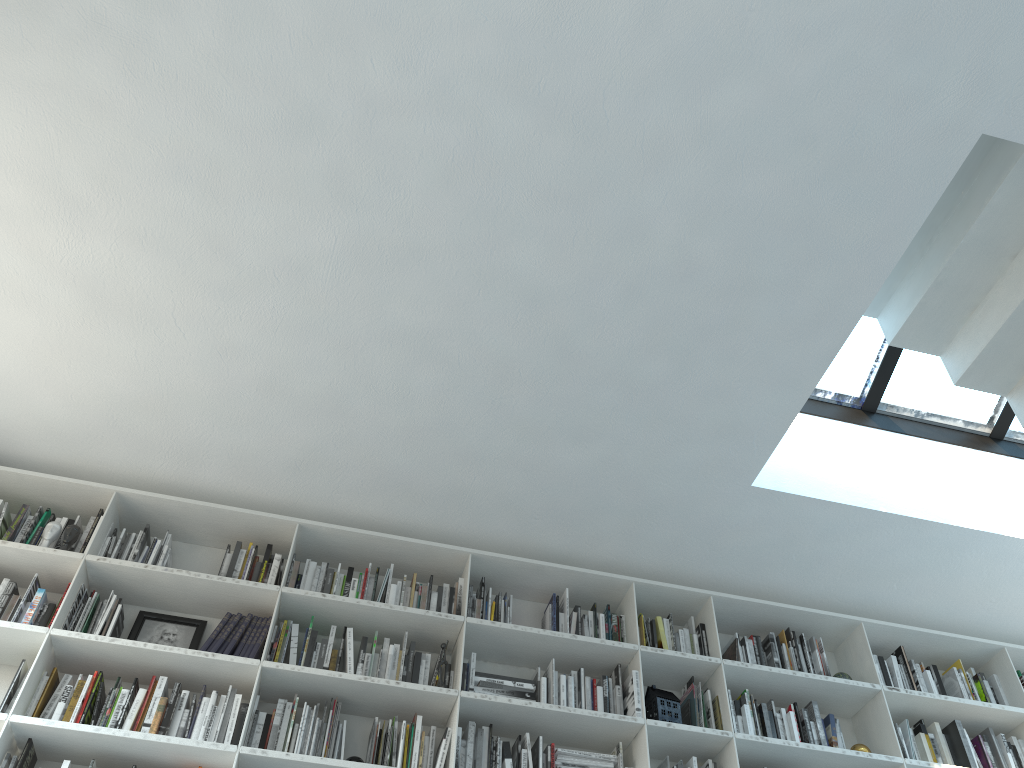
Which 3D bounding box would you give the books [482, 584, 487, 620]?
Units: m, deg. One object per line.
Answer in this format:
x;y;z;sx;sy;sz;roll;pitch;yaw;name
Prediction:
-0.151;1.143;4.336;0.010;0.294;0.154;11;-48;-8;books

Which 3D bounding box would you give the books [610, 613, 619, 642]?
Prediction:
0.490;1.289;4.408;0.028;0.242;0.162;11;-48;-8;books

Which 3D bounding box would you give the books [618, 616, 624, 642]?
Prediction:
0.523;1.298;4.412;0.014;0.237;0.154;11;-48;-8;books

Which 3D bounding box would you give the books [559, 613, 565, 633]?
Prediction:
0.224;1.255;4.364;0.031;0.207;0.147;11;-48;-8;books

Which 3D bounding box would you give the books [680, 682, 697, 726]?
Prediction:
0.831;1.578;4.185;0.021;0.270;0.191;11;-48;-8;books

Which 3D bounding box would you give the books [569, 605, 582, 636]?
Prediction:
0.311;1.253;4.400;0.028;0.268;0.141;11;-48;-8;books

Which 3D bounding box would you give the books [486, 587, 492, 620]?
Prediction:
-0.127;1.148;4.318;0.011;0.263;0.164;11;-48;-8;books

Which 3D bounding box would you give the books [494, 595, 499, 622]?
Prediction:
-0.092;1.175;4.331;0.014;0.246;0.140;11;-48;-8;books

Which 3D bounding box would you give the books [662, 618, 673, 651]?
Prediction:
0.763;1.341;4.465;0.030;0.273;0.152;11;-48;-8;books

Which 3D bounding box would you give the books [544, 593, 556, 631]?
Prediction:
0.188;1.204;4.376;0.014;0.290;0.177;11;-48;-8;books

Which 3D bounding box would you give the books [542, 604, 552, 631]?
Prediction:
0.170;1.230;4.368;0.012;0.244;0.152;11;-48;-8;books

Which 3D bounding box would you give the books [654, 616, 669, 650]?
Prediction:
0.727;1.324;4.438;0.054;0.253;0.192;11;-48;-8;books

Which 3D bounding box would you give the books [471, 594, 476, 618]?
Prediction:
-0.208;1.158;4.306;0.023;0.226;0.158;11;-48;-8;books

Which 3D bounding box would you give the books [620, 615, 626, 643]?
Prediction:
0.539;1.301;4.426;0.022;0.255;0.137;11;-48;-8;books

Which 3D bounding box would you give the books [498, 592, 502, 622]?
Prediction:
-0.077;1.168;4.334;0.013;0.263;0.147;11;-48;-8;books

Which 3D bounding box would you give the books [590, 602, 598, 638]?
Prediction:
0.391;1.247;4.392;0.010;0.268;0.181;11;-48;-8;books

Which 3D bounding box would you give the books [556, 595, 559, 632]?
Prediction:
0.208;1.213;4.385;0.011;0.294;0.158;11;-48;-8;books

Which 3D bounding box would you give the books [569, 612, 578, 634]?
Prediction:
0.277;1.252;4.361;0.050;0.209;0.174;11;-48;-8;books

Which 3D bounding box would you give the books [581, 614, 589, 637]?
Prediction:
0.344;1.267;4.367;0.033;0.201;0.167;11;-48;-8;books

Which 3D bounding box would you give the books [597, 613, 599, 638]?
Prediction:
0.398;1.274;4.380;0.012;0.215;0.180;11;-48;-8;books

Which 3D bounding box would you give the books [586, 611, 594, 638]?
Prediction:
0.371;1.265;4.386;0.023;0.235;0.155;11;-48;-8;books

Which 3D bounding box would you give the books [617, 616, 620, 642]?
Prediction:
0.508;1.300;4.418;0.014;0.242;0.146;11;-48;-8;books

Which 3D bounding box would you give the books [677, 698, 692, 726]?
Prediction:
0.815;1.619;4.184;0.019;0.212;0.157;11;-48;-8;books

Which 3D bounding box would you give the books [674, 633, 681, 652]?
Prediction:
0.801;1.365;4.422;0.022;0.179;0.174;11;-48;-8;books

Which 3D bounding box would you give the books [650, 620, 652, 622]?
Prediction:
0.690;1.338;4.459;0.007;0.262;0.133;11;-48;-8;books

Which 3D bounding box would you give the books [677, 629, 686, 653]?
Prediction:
0.824;1.363;4.434;0.024;0.200;0.181;11;-48;-8;books

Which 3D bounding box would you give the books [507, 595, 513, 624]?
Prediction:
-0.023;1.179;4.336;0.011;0.254;0.144;11;-48;-8;books

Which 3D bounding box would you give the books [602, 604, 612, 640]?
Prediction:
0.470;1.269;4.434;0.012;0.306;0.139;11;-48;-8;books

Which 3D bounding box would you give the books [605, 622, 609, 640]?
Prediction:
0.454;1.306;4.399;0.014;0.203;0.135;11;-48;-8;books

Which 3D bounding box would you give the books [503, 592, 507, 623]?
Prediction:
-0.052;1.171;4.330;0.005;0.253;0.169;11;-48;-8;books

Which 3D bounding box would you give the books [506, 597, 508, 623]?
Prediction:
-0.048;1.189;4.342;0.013;0.248;0.149;11;-48;-8;books

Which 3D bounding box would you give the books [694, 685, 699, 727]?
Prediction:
0.843;1.591;4.196;0.022;0.270;0.182;11;-48;-8;books

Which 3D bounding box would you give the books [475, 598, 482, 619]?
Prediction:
-0.182;1.165;4.289;0.026;0.193;0.167;11;-48;-8;books

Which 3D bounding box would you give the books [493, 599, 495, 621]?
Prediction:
-0.105;1.188;4.332;0.006;0.231;0.136;11;-48;-8;books

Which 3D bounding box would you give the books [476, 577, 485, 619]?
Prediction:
-0.164;1.130;4.354;0.014;0.339;0.146;11;-48;-8;books

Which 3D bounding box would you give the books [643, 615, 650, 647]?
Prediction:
0.654;1.312;4.435;0.034;0.259;0.158;11;-48;-8;books

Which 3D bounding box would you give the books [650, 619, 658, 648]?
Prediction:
0.687;1.321;4.423;0.015;0.232;0.172;11;-48;-8;books

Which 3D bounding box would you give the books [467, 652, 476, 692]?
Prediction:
-0.200;1.380;4.028;0.021;0.247;0.192;11;-48;-8;books

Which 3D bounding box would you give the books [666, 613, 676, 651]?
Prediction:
0.787;1.325;4.465;0.010;0.295;0.168;11;-48;-8;books

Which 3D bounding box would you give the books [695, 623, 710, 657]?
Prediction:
0.940;1.365;4.466;0.029;0.251;0.187;11;-48;-8;books

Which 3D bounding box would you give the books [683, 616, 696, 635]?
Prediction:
0.913;1.358;4.512;0.012;0.327;0.129;11;-48;-8;books

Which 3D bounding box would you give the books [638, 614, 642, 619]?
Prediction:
0.628;1.306;4.429;0.006;0.258;0.167;11;-48;-8;books

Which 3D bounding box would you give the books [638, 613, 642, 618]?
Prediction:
0.632;1.309;4.445;0.007;0.277;0.151;11;-48;-8;books

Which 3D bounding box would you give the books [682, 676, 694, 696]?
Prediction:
0.848;1.581;4.232;0.025;0.337;0.143;11;-48;-8;books

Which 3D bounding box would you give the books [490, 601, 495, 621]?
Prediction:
-0.115;1.183;4.303;0.023;0.194;0.173;11;-48;-8;books

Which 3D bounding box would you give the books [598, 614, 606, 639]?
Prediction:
0.419;1.270;4.366;0.023;0.201;0.194;11;-48;-8;books

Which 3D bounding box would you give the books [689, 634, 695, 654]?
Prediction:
0.874;1.385;4.454;0.025;0.202;0.163;11;-48;-8;books

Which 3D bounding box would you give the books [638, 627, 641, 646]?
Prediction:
0.608;1.332;4.409;0.015;0.191;0.161;11;-48;-8;books

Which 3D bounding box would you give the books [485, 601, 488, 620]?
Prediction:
-0.145;1.184;4.312;0.011;0.204;0.146;11;-48;-8;books

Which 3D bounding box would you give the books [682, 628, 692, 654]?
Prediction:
0.852;1.362;4.440;0.031;0.212;0.170;11;-48;-8;books

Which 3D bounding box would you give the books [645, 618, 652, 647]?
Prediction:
0.672;1.322;4.443;0.008;0.260;0.143;11;-48;-8;books

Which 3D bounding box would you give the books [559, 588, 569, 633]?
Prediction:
0.251;1.202;4.398;0.010;0.329;0.187;11;-48;-8;books

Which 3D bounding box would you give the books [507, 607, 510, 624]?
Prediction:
-0.036;1.205;4.314;0.010;0.185;0.153;11;-48;-8;books

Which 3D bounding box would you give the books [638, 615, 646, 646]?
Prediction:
0.625;1.301;4.411;0.007;0.238;0.192;11;-48;-8;books

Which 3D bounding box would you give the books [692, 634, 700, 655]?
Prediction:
0.898;1.388;4.449;0.022;0.193;0.183;11;-48;-8;books

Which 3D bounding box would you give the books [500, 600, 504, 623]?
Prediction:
-0.063;1.183;4.317;0.016;0.218;0.145;11;-48;-8;books
